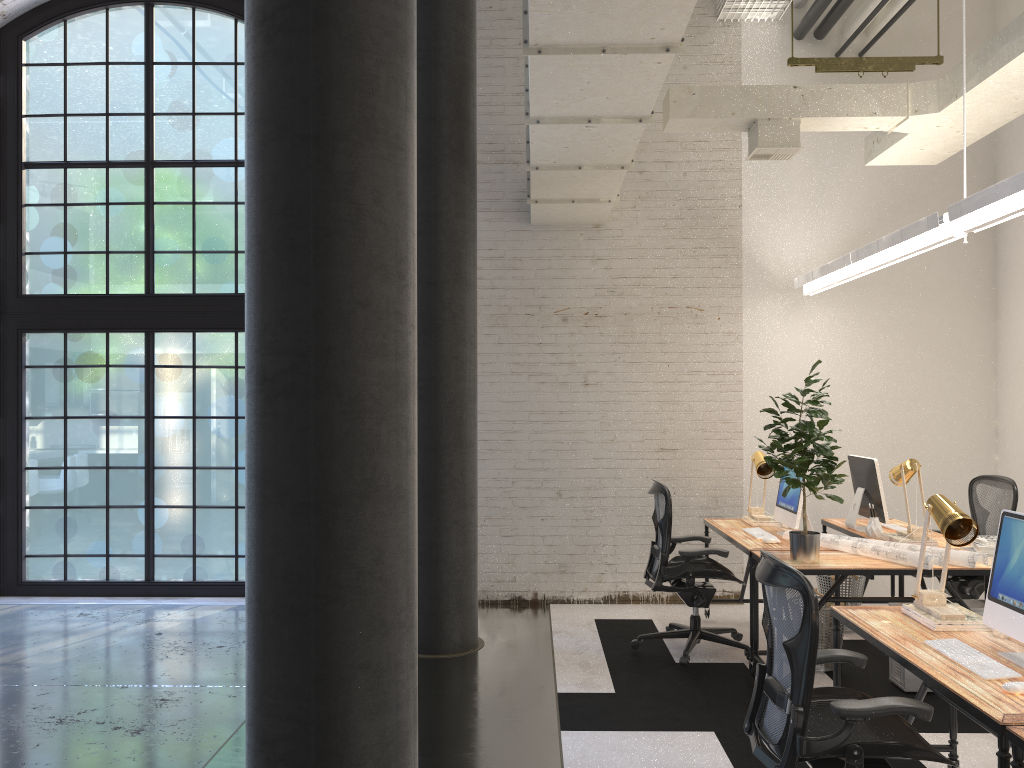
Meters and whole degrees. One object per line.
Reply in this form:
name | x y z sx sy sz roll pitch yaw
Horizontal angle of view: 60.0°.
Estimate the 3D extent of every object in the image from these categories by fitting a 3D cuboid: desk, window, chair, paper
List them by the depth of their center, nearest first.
desk | 2.014 1.273 2.103 1.401 0.724 0.529 0 -1 1
chair | 1.120 1.117 3.004 0.792 1.085 0.770 0 -1 -15
desk | 1.607 1.294 3.088 0.529 0.724 1.401 0 -1 1
desk | 2.051 1.306 4.786 1.401 0.724 0.529 0 -1 1
paper | 2.065 0.906 4.942 0.083 0.082 1.134 0 -1 -34
paper | 1.898 0.906 4.946 0.083 0.082 1.134 0 -1 -24
chair | 1.158 1.150 5.686 0.792 1.085 0.770 0 -1 -15
desk | 2.491 1.325 5.744 0.529 0.724 1.401 0 -1 1
desk | 1.644 1.328 5.770 0.529 0.724 1.401 0 -1 1
chair | 2.977 1.148 5.830 0.792 1.085 0.770 0 -1 -15
window | -3.035 -0.773 7.428 2.491 5.179 0.138 0 0 1

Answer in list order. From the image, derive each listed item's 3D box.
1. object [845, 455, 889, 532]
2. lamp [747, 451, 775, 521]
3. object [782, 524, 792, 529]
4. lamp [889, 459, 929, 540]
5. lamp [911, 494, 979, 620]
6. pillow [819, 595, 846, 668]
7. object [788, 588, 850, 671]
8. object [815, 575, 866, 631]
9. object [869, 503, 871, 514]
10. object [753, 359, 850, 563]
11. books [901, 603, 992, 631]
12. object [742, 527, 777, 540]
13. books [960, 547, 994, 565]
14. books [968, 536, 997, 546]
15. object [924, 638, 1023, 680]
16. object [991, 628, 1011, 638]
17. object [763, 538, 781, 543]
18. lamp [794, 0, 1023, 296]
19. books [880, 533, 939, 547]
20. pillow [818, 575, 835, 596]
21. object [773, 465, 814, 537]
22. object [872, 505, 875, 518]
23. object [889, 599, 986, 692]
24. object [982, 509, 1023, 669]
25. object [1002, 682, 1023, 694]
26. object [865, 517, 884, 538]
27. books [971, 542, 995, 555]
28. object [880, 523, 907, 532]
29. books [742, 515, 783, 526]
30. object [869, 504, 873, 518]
object | 2.333 0.724 5.885 0.189 0.485 0.484 0 -1 1
lamp | 1.722 0.702 6.142 0.126 0.470 0.344 0 -1 1
object | 1.867 0.907 5.971 0.101 0.126 0.101 0 -1 -44
lamp | 2.409 0.685 5.378 0.126 0.470 0.344 0 -1 2
lamp | 1.686 0.669 3.460 0.127 0.470 0.344 0 -1 2
pillow | 1.913 1.477 5.296 0.119 0.406 0.239 0 -1 2
object | 1.834 1.464 5.303 0.353 0.435 0.359 0 -1 -2
object | 2.302 1.481 6.210 0.353 0.435 0.359 0 -1 -2
object | 2.259 0.855 5.562 0.008 0.207 0.054 0 0 -16
object | 1.553 0.408 4.777 0.438 1.077 0.514 0 0 -8
books | 1.715 0.921 3.508 0.225 0.038 0.309 0 -1 1
object | 1.578 0.955 5.665 0.118 0.017 0.439 0 -1 1
books | 2.556 0.917 4.726 0.200 0.050 0.271 0 -1 -1
books | 2.563 0.839 4.742 0.153 0.030 0.185 0 -1 -1
object | 1.540 0.921 2.983 0.118 0.017 0.439 0 -1 1
object | 1.830 0.873 3.289 0.101 0.126 0.101 0 -1 -44
object | 1.563 0.942 5.337 0.106 0.029 0.059 0 -1 2
lamp | 2.139 -2.127 3.022 0.226 2.864 7.303 0 -1 1
books | 2.381 0.935 5.327 0.225 0.038 0.309 0 -1 1
pillow | 2.223 1.495 6.216 0.119 0.406 0.239 0 -1 2
object | 1.799 0.721 5.636 0.189 0.485 0.484 0 -1 1
object | 2.266 0.855 5.534 0.054 0.207 0.008 0 0 -34
object | 2.407 1.447 4.923 0.544 0.455 0.221 0 0 1
object | 1.761 0.687 2.953 0.189 0.485 0.484 0 -1 1
object | 1.525 0.908 2.655 0.106 0.029 0.059 0 -1 2
object | 2.266 0.897 5.548 0.101 0.126 0.101 0 -1 -44
books | 2.579 0.871 4.741 0.193 0.044 0.257 -1 -1 19
object | 2.555 0.956 5.853 0.118 0.017 0.439 0 -1 1
books | 1.752 0.954 6.191 0.225 0.038 0.309 0 -1 1
object | 2.254 0.855 5.538 0.054 0.207 0.008 0 0 -12
